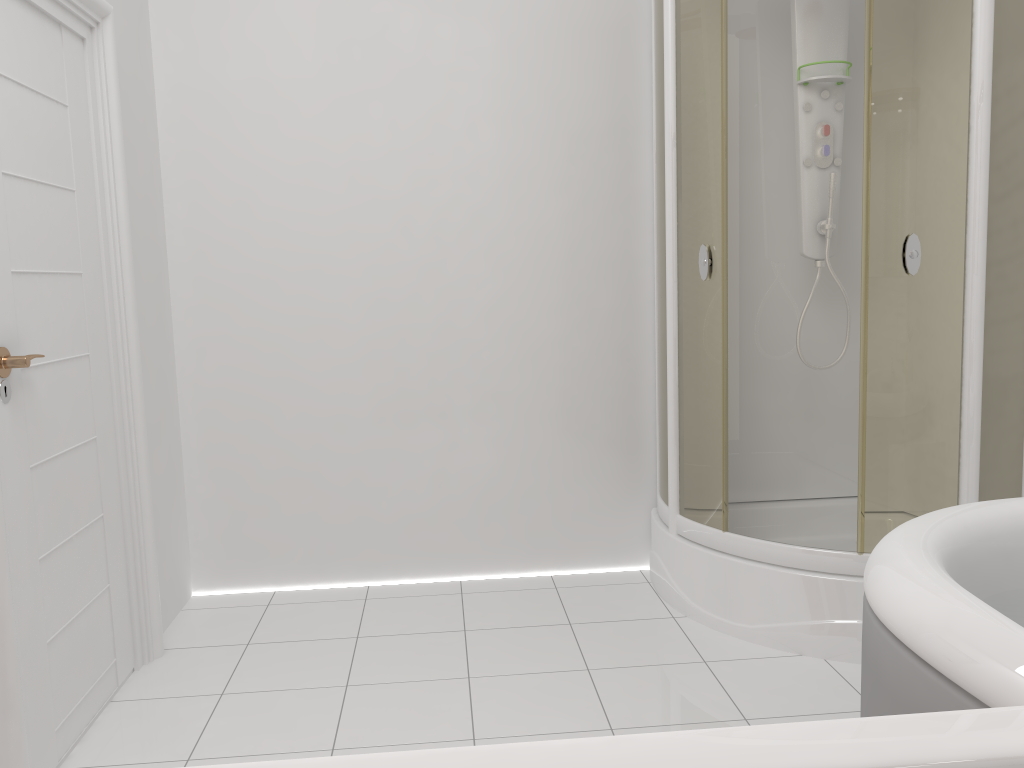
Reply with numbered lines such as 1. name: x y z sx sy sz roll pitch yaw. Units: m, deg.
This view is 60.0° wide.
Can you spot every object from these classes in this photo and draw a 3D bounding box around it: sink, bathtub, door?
1. sink: 0.054 0.366 0.071 0.657 0.673 0.552 -2 7 -5
2. bathtub: 1.099 0.643 0.847 1.055 0.674 1.863 -2 7 -5
3. door: -1.066 -0.066 2.118 0.068 1.885 0.915 -2 7 -5

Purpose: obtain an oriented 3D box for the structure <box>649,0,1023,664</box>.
1. structure: 0.949 -0.377 2.737 0.932 2.234 0.933 -2 7 -5

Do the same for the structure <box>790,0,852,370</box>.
1. structure: 1.053 -0.700 2.842 0.201 1.343 0.358 -2 7 -5
